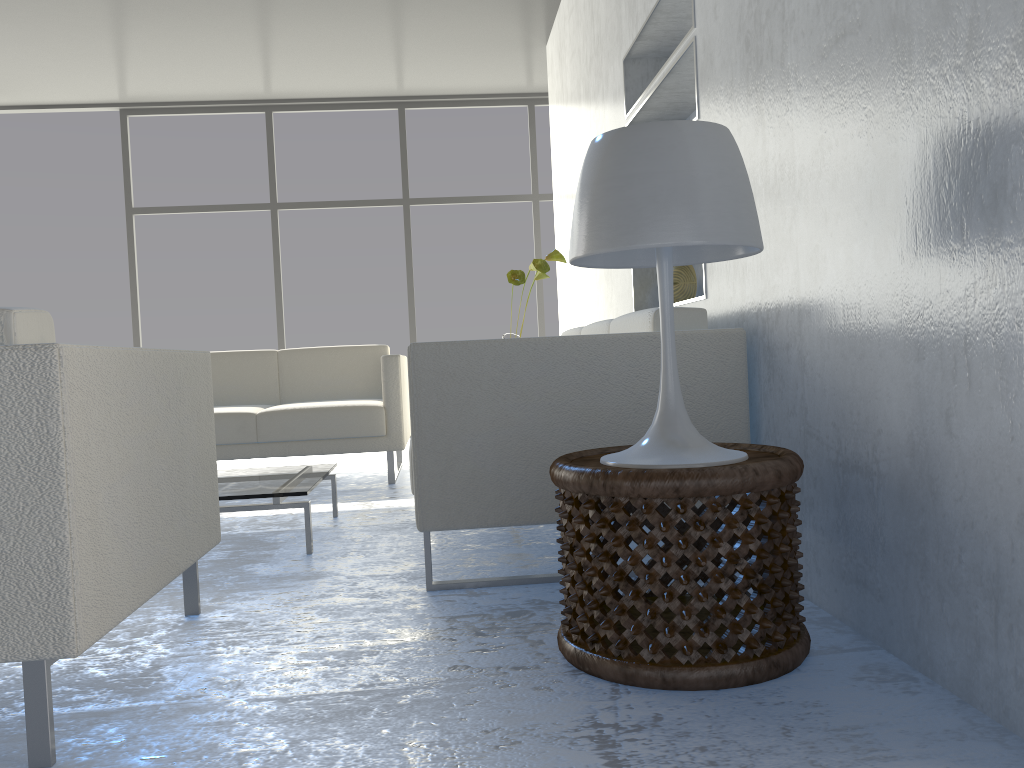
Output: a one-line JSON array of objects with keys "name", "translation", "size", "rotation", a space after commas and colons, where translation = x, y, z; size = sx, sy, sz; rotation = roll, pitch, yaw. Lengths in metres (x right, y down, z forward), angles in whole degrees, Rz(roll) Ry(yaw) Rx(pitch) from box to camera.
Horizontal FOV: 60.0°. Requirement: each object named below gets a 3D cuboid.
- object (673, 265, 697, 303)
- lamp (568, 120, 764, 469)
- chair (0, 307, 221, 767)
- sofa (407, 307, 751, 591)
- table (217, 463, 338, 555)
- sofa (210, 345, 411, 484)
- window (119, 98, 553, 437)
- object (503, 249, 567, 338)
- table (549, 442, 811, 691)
[{"name": "object", "translation": [0.582, -0.352, 3.158], "size": [0.088, 0.179, 0.163], "rotation": [-3, 2, -14]}, {"name": "lamp", "translation": [0.280, -0.153, 1.612], "size": [0.347, 0.582, 0.347], "rotation": [-4, 2, -36]}, {"name": "chair", "translation": [-1.011, 0.215, 1.602], "size": [0.748, 0.662, 0.821], "rotation": [-3, 2, -4]}, {"name": "sofa", "translation": [0.088, 0.126, 3.015], "size": [0.821, 0.658, 1.881], "rotation": [-3, 2, -4]}, {"name": "table", "translation": [-0.999, 0.416, 2.894], "size": [0.773, 0.190, 0.730], "rotation": [-3, 2, -4]}, {"name": "sofa", "translation": [-1.465, 0.164, 4.363], "size": [1.881, 0.658, 0.821], "rotation": [-3, 2, -4]}, {"name": "window", "translation": [-0.728, -0.841, 6.571], "size": [4.080, 2.477, 0.037], "rotation": [-3, 2, -4]}, {"name": "object", "translation": [0.041, -0.095, 4.084], "size": [0.387, 1.051, 0.400], "rotation": [-2, 2, 23]}, {"name": "table", "translation": [0.302, 0.307, 1.622], "size": [0.452, 0.358, 0.452], "rotation": [-4, 2, -29]}]
